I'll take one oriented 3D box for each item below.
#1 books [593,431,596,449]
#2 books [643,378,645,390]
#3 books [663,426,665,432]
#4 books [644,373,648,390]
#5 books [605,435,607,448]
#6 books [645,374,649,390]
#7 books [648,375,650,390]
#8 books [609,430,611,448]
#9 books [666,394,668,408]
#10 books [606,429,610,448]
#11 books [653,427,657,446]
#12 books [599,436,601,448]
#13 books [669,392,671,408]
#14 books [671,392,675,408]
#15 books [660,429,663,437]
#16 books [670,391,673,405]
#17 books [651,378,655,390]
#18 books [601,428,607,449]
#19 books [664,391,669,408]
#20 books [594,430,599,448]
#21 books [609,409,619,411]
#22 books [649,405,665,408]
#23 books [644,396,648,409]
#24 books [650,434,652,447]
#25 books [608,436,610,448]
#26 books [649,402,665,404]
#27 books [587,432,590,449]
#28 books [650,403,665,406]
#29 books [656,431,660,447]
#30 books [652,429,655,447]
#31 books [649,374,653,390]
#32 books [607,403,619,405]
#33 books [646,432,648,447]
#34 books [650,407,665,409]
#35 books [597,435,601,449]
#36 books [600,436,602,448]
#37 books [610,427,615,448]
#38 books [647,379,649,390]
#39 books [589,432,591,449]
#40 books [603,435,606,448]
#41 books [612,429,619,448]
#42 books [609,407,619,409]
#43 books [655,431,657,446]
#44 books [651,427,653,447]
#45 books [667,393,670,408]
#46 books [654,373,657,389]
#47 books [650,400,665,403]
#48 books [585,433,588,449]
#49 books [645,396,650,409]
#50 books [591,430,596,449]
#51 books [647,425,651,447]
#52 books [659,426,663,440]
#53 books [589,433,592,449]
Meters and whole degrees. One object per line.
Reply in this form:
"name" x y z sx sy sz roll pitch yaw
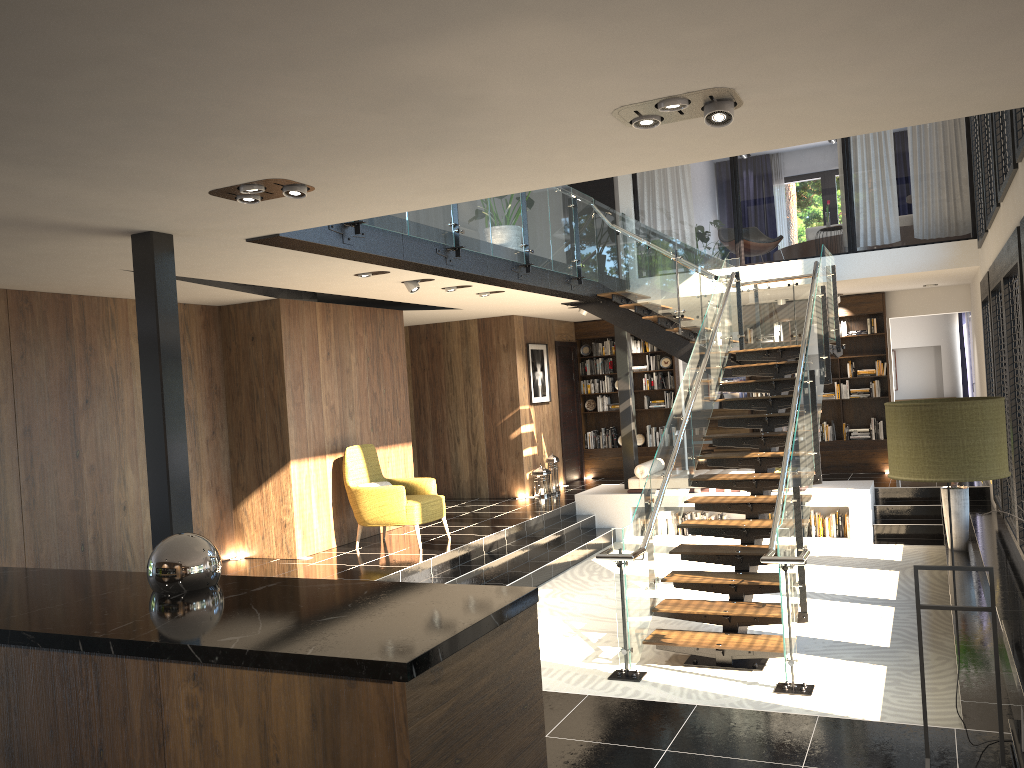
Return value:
"books" 1.448 0.954 15.268 0.018 0.301 0.195 -4 0 25
"books" 2.230 -0.004 14.841 0.033 0.211 0.132 -4 0 25
"books" 2.545 0.863 14.711 0.016 0.332 0.195 -4 0 25
"books" 2.251 -0.040 14.821 0.025 0.280 0.145 -4 0 25
"books" 1.651 0.980 15.166 0.036 0.222 0.173 -4 0 25
"books" 2.264 -0.037 14.796 0.019 0.272 0.175 -4 0 25
"books" 2.304 -0.030 14.775 0.014 0.253 0.169 -4 0 25
"books" 1.713 0.934 15.114 0.027 0.304 0.204 -4 0 25
"books" 2.597 0.281 14.707 0.024 0.226 0.141 -4 0 25
"books" 1.663 0.929 15.136 0.016 0.322 0.218 -4 0 25
"books" 2.389 0.879 14.795 0.019 0.321 0.161 -4 0 25
"books" 1.538 0.996 15.221 0.029 0.207 0.166 -4 0 25
"books" 2.641 0.263 14.695 0.038 0.257 0.138 -4 0 25
"books" 2.670 0.262 14.625 0.047 0.253 0.210 -4 0 25
"books" 2.507 0.889 14.734 0.029 0.286 0.137 -4 0 25
"books" 2.644 0.257 14.642 0.013 0.267 0.177 -4 0 25
"books" 2.362 -0.005 14.732 0.032 0.195 0.182 -4 0 25
"books" 1.577 0.925 15.157 0.016 0.341 0.217 -4 0 25
"books" 2.568 0.256 14.693 0.014 0.279 0.202 -4 0 25
"books" 1.462 0.952 15.254 0.020 0.304 0.189 -4 0 25
"books" 1.795 0.433 15.068 0.262 0.032 0.154 -4 0 27
"books" 2.436 0.371 14.766 0.271 0.028 0.174 -4 0 21
"books" 2.257 0.306 14.865 0.028 0.224 0.161 -4 0 25
"books" 2.341 0.936 14.837 0.034 0.215 0.104 -4 0 25
"books" 1.697 0.984 15.144 0.033 0.208 0.192 -4 0 25
"books" 2.439 0.317 14.779 0.266 0.019 0.157 -4 0 27
"books" 1.351 0.970 15.293 0.014 0.282 0.232 -4 0 25
"books" 2.438 0.341 14.774 0.263 0.030 0.159 -4 0 22
"books" 2.448 0.908 14.770 0.037 0.256 0.145 -4 0 25
"books" 2.380 0.896 14.818 0.019 0.289 0.145 -4 0 25
"books" 2.316 -0.031 14.760 0.021 0.253 0.167 -4 0 25
"books" 1.782 0.341 15.052 0.292 0.013 0.187 -4 0 28
"books" 2.280 0.925 14.872 0.023 0.244 0.135 -4 0 25
"books" 2.442 0.395 14.776 0.245 0.021 0.159 -4 0 27
"books" 1.504 0.992 15.207 0.021 0.217 0.220 -4 0 25
"books" 1.558 0.986 15.200 0.026 0.222 0.209 -4 0 25
"books" 1.722 0.907 15.083 0.019 0.356 0.235 -4 0 25
"books" 2.290 0.007 14.790 0.028 0.180 0.130 -4 0 25
"books" 1.379 0.969 15.299 0.030 0.282 0.170 -4 0 25
"books" 1.619 0.982 15.182 0.034 0.223 0.208 -4 0 25
"books" 1.760 0.925 15.091 0.042 0.315 0.193 -4 0 25
"books" 1.795 0.407 15.070 0.266 0.021 0.152 -4 0 24
"books" 2.424 0.913 14.803 0.034 0.250 0.114 -4 0 25
"books" 2.361 0.883 14.825 0.019 0.317 0.122 -4 0 25
"books" 2.600 0.270 14.669 0.014 0.247 0.192 -4 0 25
"books" 2.391 -0.050 14.740 0.020 0.281 0.153 -4 0 25
"books" 2.441 0.292 14.786 0.239 0.031 0.146 -4 0 25
"books" 1.313 0.984 15.339 0.032 0.261 0.194 -4 0 25
"books" 2.274 0.313 14.826 0.036 0.206 0.215 -4 0 25
"books" 1.419 0.954 15.244 0.015 0.306 0.222 -4 0 25
"books" 2.295 0.866 14.807 0.017 0.359 0.189 -4 0 25
"books" 2.486 0.872 14.739 0.012 0.322 0.177 -4 0 25
"books" 1.389 0.974 15.260 0.022 0.269 0.216 -4 0 25
